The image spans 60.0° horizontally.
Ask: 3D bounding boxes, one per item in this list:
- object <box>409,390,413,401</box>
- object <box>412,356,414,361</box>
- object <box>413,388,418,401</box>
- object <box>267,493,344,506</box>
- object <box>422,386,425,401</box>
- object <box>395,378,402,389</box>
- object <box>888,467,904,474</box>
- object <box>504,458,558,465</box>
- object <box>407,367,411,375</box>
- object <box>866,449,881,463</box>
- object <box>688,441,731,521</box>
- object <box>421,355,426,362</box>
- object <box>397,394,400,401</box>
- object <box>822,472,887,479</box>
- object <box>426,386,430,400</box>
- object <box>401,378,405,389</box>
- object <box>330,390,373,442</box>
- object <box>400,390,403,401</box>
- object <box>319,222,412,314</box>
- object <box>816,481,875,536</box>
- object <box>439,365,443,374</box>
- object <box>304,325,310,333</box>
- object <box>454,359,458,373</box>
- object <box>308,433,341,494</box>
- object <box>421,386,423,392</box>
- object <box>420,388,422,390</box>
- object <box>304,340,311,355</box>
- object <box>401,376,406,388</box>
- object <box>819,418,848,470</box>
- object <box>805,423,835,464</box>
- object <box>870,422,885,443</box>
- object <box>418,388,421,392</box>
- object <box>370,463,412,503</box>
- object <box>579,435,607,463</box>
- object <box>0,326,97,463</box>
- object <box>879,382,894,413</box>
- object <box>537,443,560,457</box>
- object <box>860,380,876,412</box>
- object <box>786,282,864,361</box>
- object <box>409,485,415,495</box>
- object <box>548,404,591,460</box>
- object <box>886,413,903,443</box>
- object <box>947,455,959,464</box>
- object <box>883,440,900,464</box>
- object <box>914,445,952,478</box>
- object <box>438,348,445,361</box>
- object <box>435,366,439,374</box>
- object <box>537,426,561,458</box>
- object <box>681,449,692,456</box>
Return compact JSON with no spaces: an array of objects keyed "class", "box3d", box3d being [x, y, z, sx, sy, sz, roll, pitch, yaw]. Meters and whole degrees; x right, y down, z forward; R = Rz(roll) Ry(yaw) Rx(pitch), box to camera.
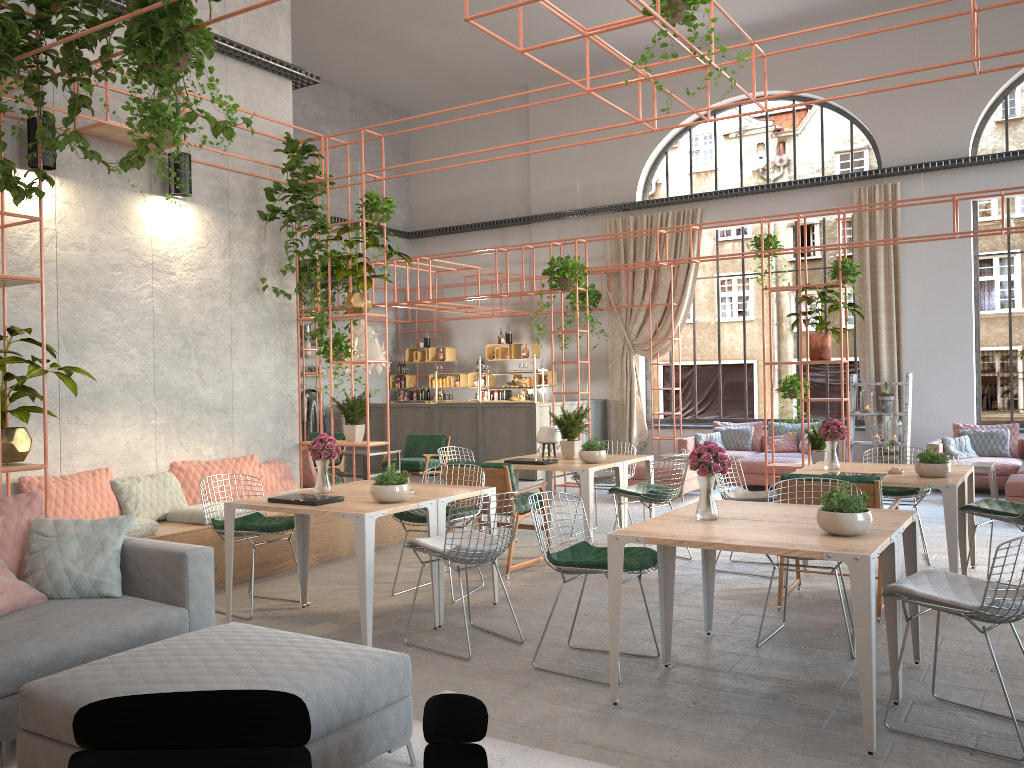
[{"class":"object","box3d":[-2.003,0.224,17.671,0.105,0.219,0.073,-1,0,38]},{"class":"object","box3d":[-1.942,-0.508,17.752,0.097,0.148,0.097,-1,0,6]},{"class":"object","box3d":[-1.909,0.207,17.618,0.094,0.248,0.072,-1,0,32]},{"class":"object","box3d":[-1.319,0.738,5.679,0.427,0.031,0.268,-1,0,32]},{"class":"object","box3d":[-1.753,0.182,17.521,0.066,0.291,0.066,-1,0,16]},{"class":"object","box3d":[-2.289,-0.008,17.867,0.131,0.207,0.131,-1,0,-13]},{"class":"object","box3d":[2.930,0.657,6.768,0.115,0.073,0.115,-1,0,26]},{"class":"object","box3d":[0.175,0.705,8.074,0.427,0.031,0.268,-1,0,32]},{"class":"object","box3d":[-2.096,-0.263,17.901,0.115,0.147,0.115,-1,0,-13]},{"class":"object","box3d":[5.262,1.109,12.899,0.192,0.320,0.208,-1,0,38]},{"class":"object","box3d":[1.034,0.504,4.655,0.225,0.414,0.213,-1,0,24]},{"class":"object","box3d":[-1.732,-0.508,17.537,0.141,0.142,0.123,-1,0,32]},{"class":"object","box3d":[-2.279,0.272,17.844,0.073,0.131,0.073,-1,0,-33]},{"class":"object","box3d":[2.546,0.688,6.615,0.427,0.031,0.268,-1,0,32]},{"class":"object","box3d":[-1.670,0.182,17.672,0.074,0.287,0.072,-1,0,-26]},{"class":"object","box3d":[-2.221,-0.009,17.996,0.131,0.207,0.131,-1,0,-13]},{"class":"object","box3d":[-1.555,0.313,8.738,0.368,0.527,0.438,-1,0,32]},{"class":"object","box3d":[-2.212,0.232,17.789,0.070,0.209,0.070,-1,0,22]},{"class":"object","box3d":[-1.458,-1.156,8.779,0.934,0.947,0.903,-1,0,-6]},{"class":"object","box3d":[1.548,0.579,4.141,0.252,0.247,0.247,-1,0,32]},{"class":"object","box3d":[-1.379,-0.282,17.299,0.083,0.159,0.083,-1,0,41]},{"class":"object","box3d":[-3.697,-0.991,15.967,0.133,0.145,0.133,-1,0,-6]},{"class":"object","box3d":[-1.091,-0.344,17.265,0.075,0.273,0.075,-1,0,-2]},{"class":"object","box3d":[-1.291,0.546,6.106,0.225,0.414,0.213,-1,0,24]},{"class":"object","box3d":[-1.784,0.184,17.638,0.074,0.287,0.072,-1,0,-26]},{"class":"object","box3d":[-1.836,0.205,17.742,0.094,0.248,0.072,-1,0,32]},{"class":"object","box3d":[-3.694,-0.687,15.977,0.136,0.336,0.145,-1,0,-44]},{"class":"object","box3d":[-2.163,-0.036,17.774,0.094,0.248,0.072,-1,0,32]},{"class":"object","box3d":[2.586,0.482,7.142,0.225,0.414,0.213,-1,0,24]},{"class":"object","box3d":[3.670,0.714,10.545,0.368,0.527,0.438,-1,0,32]},{"class":"object","box3d":[5.359,0.707,13.002,0.223,0.297,0.223,-1,0,-39]},{"class":"object","box3d":[-1.869,0.206,17.678,0.094,0.248,0.072,-1,0,32]},{"class":"object","box3d":[-0.771,0.621,5.589,0.254,0.247,0.248,-1,0,32]},{"class":"object","box3d":[0.724,0.588,7.983,0.254,0.247,0.248,-1,0,32]},{"class":"object","box3d":[-3.306,0.058,5.836,0.934,0.919,0.903,-1,0,4]},{"class":"object","box3d":[5.508,0.189,13.046,0.212,0.457,0.217,-1,0,-41]},{"class":"object","box3d":[0.365,0.639,8.809,0.210,0.154,0.165,-1,0,22]},{"class":"object","box3d":[5.290,0.170,13.187,0.216,0.500,0.216,-1,0,-26]},{"class":"object","box3d":[3.755,-0.754,10.555,0.923,0.946,0.924,-1,0,-2]},{"class":"object","box3d":[-0.714,0.707,5.973,0.115,0.078,0.115,-1,0,38]},{"class":"object","box3d":[0.562,0.448,8.397,0.368,0.527,0.438,-1,0,32]},{"class":"object","box3d":[5.542,0.637,12.850,0.216,0.430,0.219,-1,0,26]},{"class":"object","box3d":[5.545,0.983,11.210,0.199,0.145,0.156,-1,0,-43]},{"class":"object","box3d":[5.454,1.031,12.744,0.236,0.464,0.225,-1,0,10]},{"class":"object","box3d":[3.094,0.570,6.525,0.252,0.247,0.247,-1,0,32]},{"class":"object","box3d":[-1.378,-0.574,17.389,0.137,0.261,0.137,-1,0,-22]},{"class":"object","box3d":[-1.456,-0.281,17.347,0.083,0.159,0.083,-1,0,41]},{"class":"object","box3d":[0.360,0.569,8.653,0.241,0.313,0.241,-1,0,-13]},{"class":"object","box3d":[2.547,1.037,13.082,0.199,0.145,0.156,-1,0,-43]}]
